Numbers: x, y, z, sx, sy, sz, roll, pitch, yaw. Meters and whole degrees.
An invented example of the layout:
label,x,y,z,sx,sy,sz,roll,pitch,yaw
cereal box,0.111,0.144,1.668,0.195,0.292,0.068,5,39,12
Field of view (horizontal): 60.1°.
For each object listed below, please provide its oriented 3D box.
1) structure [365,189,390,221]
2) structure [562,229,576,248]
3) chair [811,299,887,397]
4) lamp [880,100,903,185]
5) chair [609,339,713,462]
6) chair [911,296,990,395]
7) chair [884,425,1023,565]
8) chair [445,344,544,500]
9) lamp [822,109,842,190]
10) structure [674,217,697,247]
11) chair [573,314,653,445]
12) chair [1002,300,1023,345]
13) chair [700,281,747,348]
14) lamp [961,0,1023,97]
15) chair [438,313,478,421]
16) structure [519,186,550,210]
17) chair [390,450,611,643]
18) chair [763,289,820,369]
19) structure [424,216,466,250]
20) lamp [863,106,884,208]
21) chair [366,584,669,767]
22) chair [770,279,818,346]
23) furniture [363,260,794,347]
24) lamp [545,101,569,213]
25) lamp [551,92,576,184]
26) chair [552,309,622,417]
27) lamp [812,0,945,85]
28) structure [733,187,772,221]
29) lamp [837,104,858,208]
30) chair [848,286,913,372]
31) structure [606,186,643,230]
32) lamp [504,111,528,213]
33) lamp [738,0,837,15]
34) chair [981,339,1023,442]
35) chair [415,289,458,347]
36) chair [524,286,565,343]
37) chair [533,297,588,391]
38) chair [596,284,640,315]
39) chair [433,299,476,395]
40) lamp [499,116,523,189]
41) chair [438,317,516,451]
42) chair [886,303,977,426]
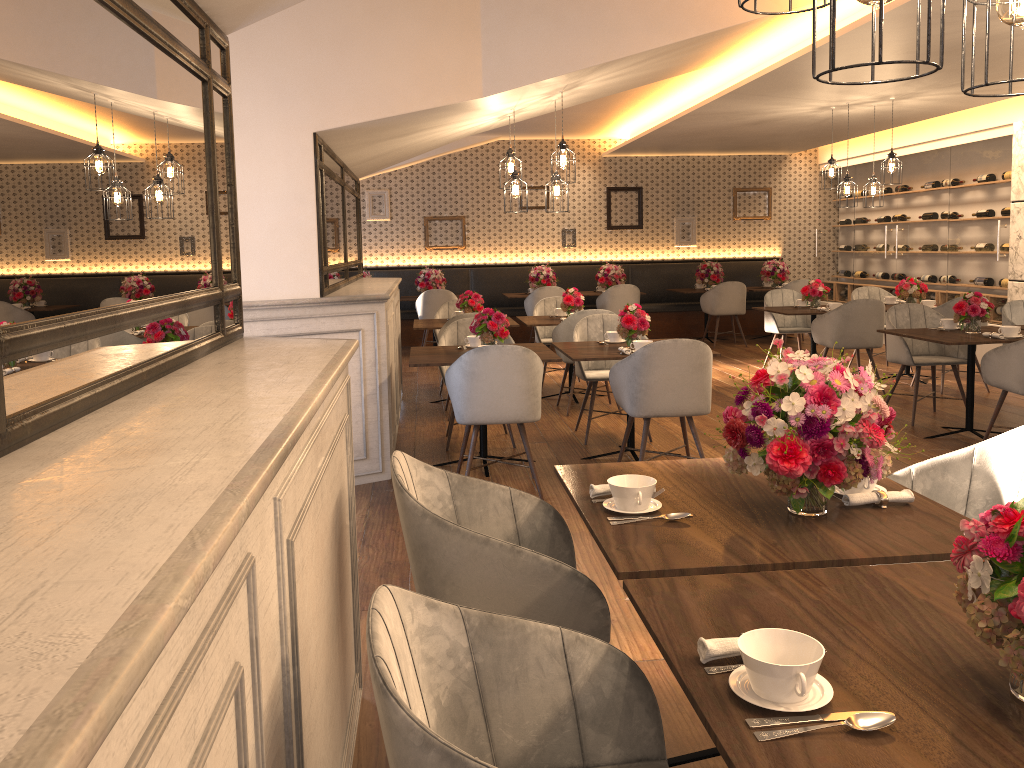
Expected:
label,x,y,z,sx,sy,sz,roll,pitch,yaw
structure,-1.924,-2.566,12.699,0.340,0.437,0.035,-2,6,-6
structure,0.841,-2.145,13.028,0.216,0.276,0.018,-2,6,-6
chair,3.019,-0.340,7.894,0.565,0.867,0.529,-2,7,-6
lamp,3.499,-2.875,8.121,0.175,2.059,0.176,-2,6,-4
chair,0.871,0.149,5.058,0.565,0.867,0.529,-2,7,-6
chair,3.974,-0.376,7.987,0.565,0.867,0.529,-2,7,-6
chair,1.287,0.550,2.424,0.526,0.867,0.568,-2,7,-6
chair,-0.083,0.184,4.964,0.565,0.867,0.529,-2,7,-6
lamp,3.123,-2.944,8.615,0.175,2.059,0.176,-2,6,-4
structure,2.586,-2.266,13.186,0.340,0.437,0.035,-2,6,-6
chair,0.707,-0.053,6.370,0.565,0.867,0.529,-2,7,-6
chair,4.104,-0.201,6.850,0.565,0.867,0.529,-2,7,-6
chair,2.822,-0.934,11.724,0.565,0.867,0.529,-2,7,-6
lamp,0.844,-1.526,1.406,0.175,2.059,0.176,-2,6,-4
chair,-0.316,-0.170,7.266,0.565,0.867,0.529,-2,7,-6
structure,0.325,-2.717,12.923,0.449,0.343,0.016,-2,6,-6
chair,-0.032,0.602,2.277,0.526,0.867,0.568,-2,7,-6
chair,2.902,-0.543,9.211,0.565,0.867,0.529,-2,7,-6
structure,-0.969,-2.188,12.832,0.601,0.483,0.032,-2,6,-6
lamp,3.471,-2.734,8.465,0.175,2.059,0.176,-2,6,-4
chair,0.061,0.745,1.347,0.526,0.867,0.568,-2,7,-6
chair,3.776,-0.969,11.817,0.565,0.867,0.529,-2,7,-6
furniture,0.590,-1.159,12.804,7.089,1.076,0.544,-2,6,-6
lamp,0.319,-2.326,6.608,0.175,2.059,0.176,-2,6,-4
lamp,0.348,-2.468,6.264,0.175,2.059,0.176,-2,6,-4
chair,0.639,-0.205,7.359,0.565,0.867,0.529,-2,7,-6
lamp,0.533,-1.495,1.249,0.175,2.059,0.176,-2,6,-4
structure,3.598,-2.694,13.247,0.601,0.483,0.032,-2,6,-6
lamp,3.160,-2.703,8.308,0.175,2.059,0.176,-2,6,-4
chair,3.856,-0.578,9.304,0.565,0.867,0.529,-2,7,-6
structure,1.663,-2.592,13.068,0.544,0.629,0.035,-2,6,-6
lamp,0.008,-2.295,6.451,0.175,2.059,0.176,-2,6,-4
lamp,0.496,-1.737,1.556,0.175,2.059,0.176,-2,6,-4
chair,3.267,0.037,5.440,0.565,0.867,0.529,-2,7,-6
chair,-0.950,-0.794,11.354,0.565,0.867,0.529,-2,7,-6
chair,0.459,-0.846,11.492,0.565,0.867,0.529,-2,7,-6
chair,0.475,-0.407,8.672,0.565,0.867,0.529,-2,7,-6
chair,1.413,-0.882,11.586,0.565,0.867,0.529,-2,7,-6
chair,-0.480,-0.371,8.578,0.565,0.867,0.529,-2,7,-6
lamp,-0.029,-2.537,6.758,0.175,2.059,0.176,-2,6,-4
chair,-0.247,-0.017,6.277,0.565,0.867,0.529,-2,7,-6
chair,3.149,-0.166,6.757,0.565,0.867,0.529,-2,7,-6
